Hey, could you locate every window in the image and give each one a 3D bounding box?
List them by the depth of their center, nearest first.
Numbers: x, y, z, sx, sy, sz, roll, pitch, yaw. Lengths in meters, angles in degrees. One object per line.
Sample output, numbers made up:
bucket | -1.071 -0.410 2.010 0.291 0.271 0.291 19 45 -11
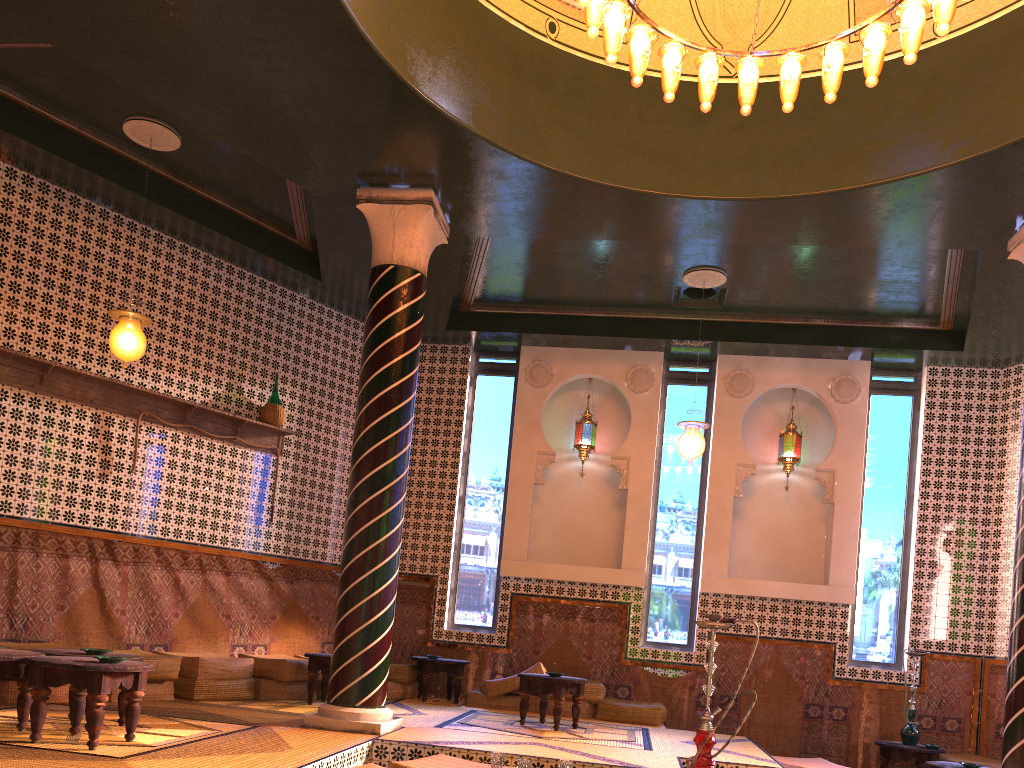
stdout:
window | 1.895 -4.602 5.491 5.786 1.141 5.658 -9 -21 43
window | 5.232 2.025 12.196 0.772 3.947 0.092 5 -3 8
window | 2.412 1.884 12.599 0.772 3.947 0.092 5 -3 8
window | -0.408 1.743 13.001 0.772 3.947 0.092 5 -3 8

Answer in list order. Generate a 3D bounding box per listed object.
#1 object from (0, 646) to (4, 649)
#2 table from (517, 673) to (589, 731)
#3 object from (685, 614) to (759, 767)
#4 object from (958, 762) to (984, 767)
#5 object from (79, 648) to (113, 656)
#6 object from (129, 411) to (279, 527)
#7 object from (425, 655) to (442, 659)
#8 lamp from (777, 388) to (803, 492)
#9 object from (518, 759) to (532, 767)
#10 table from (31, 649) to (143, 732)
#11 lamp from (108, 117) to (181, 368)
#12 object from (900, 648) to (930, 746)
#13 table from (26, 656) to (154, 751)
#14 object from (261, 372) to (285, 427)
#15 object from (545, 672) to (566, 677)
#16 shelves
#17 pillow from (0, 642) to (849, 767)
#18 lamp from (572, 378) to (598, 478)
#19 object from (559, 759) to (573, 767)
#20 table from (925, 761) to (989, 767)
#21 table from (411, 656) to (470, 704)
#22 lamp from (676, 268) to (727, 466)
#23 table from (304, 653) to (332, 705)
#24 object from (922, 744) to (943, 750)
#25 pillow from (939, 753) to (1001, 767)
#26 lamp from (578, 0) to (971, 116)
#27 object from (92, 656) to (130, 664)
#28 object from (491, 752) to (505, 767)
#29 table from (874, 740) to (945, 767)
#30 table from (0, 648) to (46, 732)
object | -3.842 1.928 6.287 0.256 0.044 0.254 16 -19 -35
table | 0.455 3.724 10.113 0.836 0.578 0.870 1 -13 20
object | 1.414 2.204 5.885 0.460 1.236 0.307 3 -4 25
object | 4.885 4.067 9.190 0.250 0.044 0.260 -1 -17 23
object | -3.353 2.164 6.961 0.251 0.044 0.259 7 -15 -6
object | -3.675 1.070 10.494 0.060 1.028 2.044 3 -12 38
object | -1.101 3.809 12.042 0.250 0.044 0.260 -1 -17 23
lamp | 4.034 0.789 12.499 0.359 1.544 0.330 2 -5 42
object | 0.080 2.609 5.802 0.092 0.160 0.093 7 -6 -14
table | -3.486 2.491 7.035 0.860 0.578 0.845 16 -16 -41
lamp | -3.564 -1.286 8.252 0.520 2.287 0.526 5 -4 -3
object | 5.157 4.049 11.175 0.299 1.237 0.472 2 -6 45
table | -3.087 2.312 6.277 0.860 0.578 0.845 16 -16 -41
object | -3.049 0.202 11.087 0.305 0.712 0.302 9 -6 -40
object | 0.508 3.410 10.122 0.250 0.044 0.260 -1 -17 23
shelves | -4.287 0.151 9.550 0.255 0.336 4.627 -1 -16 38
pillow | -1.416 3.153 7.831 10.007 1.243 10.310 3 -16 9
lamp | 1.108 0.637 12.896 0.323 1.544 0.367 2 -5 42
object | 0.368 2.680 5.962 0.092 0.160 0.093 7 -6 -14
table | 4.859 4.401 9.232 0.851 0.578 0.854 11 -13 -26
table | -1.030 4.170 12.153 0.837 0.578 0.869 -1 -13 26
lamp | 2.224 -0.162 10.363 0.520 2.287 0.526 5 -4 -3
table | -2.111 3.583 10.428 0.835 0.578 0.870 2 -12 14
object | 5.344 4.616 10.977 0.250 0.044 0.260 -1 -17 23
pillow | 6.724 4.201 8.823 1.420 1.168 5.889 9 -16 -21
lamp | 1.779 -4.588 5.373 2.460 4.543 2.536 4 -6 16
object | -2.919 2.008 6.276 0.250 0.044 0.260 -1 -17 23
object | -0.106 2.657 6.029 0.093 0.160 0.092 9 -7 -34
table | 5.115 4.966 11.154 0.835 0.578 0.870 1 -12 18
table | -3.916 2.248 6.319 0.860 0.578 0.845 16 -16 -41
